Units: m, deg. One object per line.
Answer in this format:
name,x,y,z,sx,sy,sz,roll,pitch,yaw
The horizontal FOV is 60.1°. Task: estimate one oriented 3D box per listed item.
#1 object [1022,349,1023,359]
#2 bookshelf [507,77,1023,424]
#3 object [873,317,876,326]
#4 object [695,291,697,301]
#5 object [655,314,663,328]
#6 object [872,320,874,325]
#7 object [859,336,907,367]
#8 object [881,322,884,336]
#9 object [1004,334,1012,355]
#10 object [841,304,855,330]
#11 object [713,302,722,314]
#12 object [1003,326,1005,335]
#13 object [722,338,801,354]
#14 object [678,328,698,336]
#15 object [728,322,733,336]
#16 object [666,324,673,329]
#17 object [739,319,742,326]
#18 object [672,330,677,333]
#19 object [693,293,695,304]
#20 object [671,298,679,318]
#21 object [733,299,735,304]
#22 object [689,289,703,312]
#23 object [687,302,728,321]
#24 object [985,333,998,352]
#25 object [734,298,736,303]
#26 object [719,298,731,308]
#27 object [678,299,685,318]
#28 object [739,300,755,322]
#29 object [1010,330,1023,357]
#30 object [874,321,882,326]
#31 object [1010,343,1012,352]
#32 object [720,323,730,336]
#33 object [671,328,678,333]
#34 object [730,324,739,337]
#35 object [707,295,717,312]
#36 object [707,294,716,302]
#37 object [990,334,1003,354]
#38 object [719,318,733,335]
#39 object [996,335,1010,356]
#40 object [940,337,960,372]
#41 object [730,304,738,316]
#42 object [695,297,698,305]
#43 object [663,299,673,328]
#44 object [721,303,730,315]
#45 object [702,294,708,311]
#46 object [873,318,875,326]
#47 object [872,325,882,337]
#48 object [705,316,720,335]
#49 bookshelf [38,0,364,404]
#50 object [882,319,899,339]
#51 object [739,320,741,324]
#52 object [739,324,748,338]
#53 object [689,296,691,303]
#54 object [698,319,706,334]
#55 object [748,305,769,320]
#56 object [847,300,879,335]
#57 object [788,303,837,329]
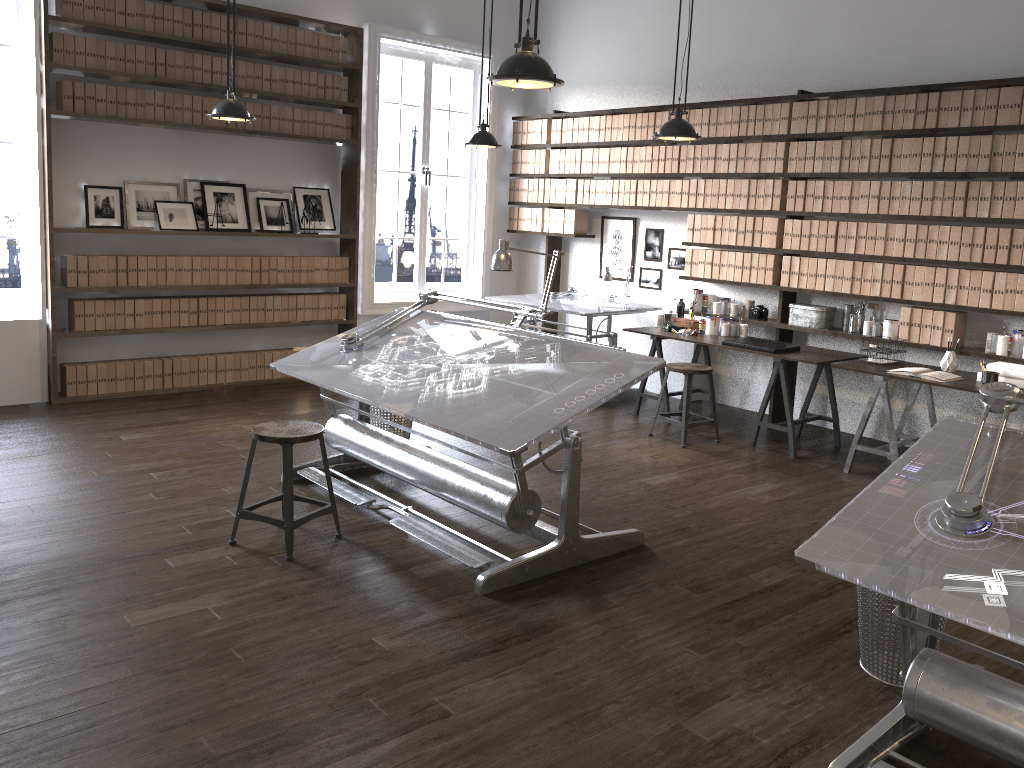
object,3.078,-0.207,5.271,0.062,0.118,0.062,6,9,17
bookshelf,3.033,-0.289,5.544,0.374,3.183,9.231,-4,13,-40
object,2.474,-0.395,6.029,0.041,0.124,0.008,9,10,38
object,1.424,-0.614,6.912,0.021,0.226,0.007,-2,9,-29
object,1.174,-0.504,7.053,0.068,0.104,0.069,-4,11,-36
object,2.460,-0.381,6.016,0.004,0.102,0.035,-5,12,-44
object,2.400,-0.214,5.726,0.284,0.159,0.205,-6,13,-40
object,2.537,-0.369,6.035,0.044,0.100,0.045,-4,11,-38
object,3.029,-0.238,5.418,0.044,0.127,0.045,-4,11,-40
object,2.398,-0.472,6.319,0.079,0.187,0.079,7,10,28
object,1.621,-0.598,6.995,0.062,0.094,0.062,9,11,34
object,3.048,-0.273,5.478,0.009,0.167,0.041,-3,10,-37
object,1.735,-0.269,6.179,0.313,0.033,0.448,-6,14,-40
object,1.332,-0.401,6.721,0.132,0.050,0.198,1,11,-11
object,1.661,-0.417,6.742,0.044,0.100,0.045,-5,11,-40
object,1.239,-0.448,6.958,0.049,0.037,0.049,-7,14,-43
object,1.733,-0.433,6.744,0.004,0.132,0.030,-5,11,-45
object,1.249,-0.404,6.812,0.005,0.005,0.159,2,11,-6
object,1.409,-0.603,6.895,0.007,0.212,0.055,2,8,-6
object,1.286,-0.564,7.046,0.068,0.236,0.069,-5,11,-43
object,1.741,-0.611,6.986,0.005,0.117,0.036,0,9,-20
object,1.483,-0.676,7.149,0.108,0.175,0.107,-4,11,-39
object,1.541,-0.572,6.956,0.345,0.145,0.077,-1,9,-18
object,2.986,-0.258,5.513,0.062,0.118,0.062,3,9,0
object,1.748,-0.609,6.980,0.004,0.132,0.030,0,9,-19
object,1.697,-0.623,7.076,0.094,0.127,0.095,1,9,-10
object,1.350,-0.568,7.101,0.068,0.228,0.069,-5,11,-43
object,1.818,-0.562,6.850,0.107,0.160,0.237,5,10,14
object,3.094,-0.245,5.389,0.094,0.160,0.095,-6,12,-44
object,2.518,-0.380,6.089,0.062,0.093,0.063,5,9,11
object,3.061,-0.233,5.473,0.054,0.100,0.054,-5,12,-41
object,1.613,-0.411,6.702,0.062,0.094,0.062,3,9,-1
object,1.254,-0.408,6.799,0.011,0.017,0.173,1,11,-9
object,1.682,-0.405,6.689,0.062,0.093,0.063,4,9,8
object,1.606,-0.647,7.121,0.070,0.129,0.070,2,9,-3
object,1.618,-0.661,7.200,0.072,0.128,0.071,4,9,6
object,2.980,-0.245,5.447,0.063,0.117,0.063,3,9,0
object,1.645,-0.443,6.807,0.094,0.127,0.095,-4,11,-36
object,2.982,-0.232,5.378,0.062,0.118,0.062,4,9,9
object,2.735,-0.183,5.524,0.101,0.207,0.102,3,9,4
object,1.734,-0.578,6.920,0.062,0.094,0.062,9,11,34
object,1.422,-0.598,6.902,0.006,0.191,0.056,-4,11,-41
object,1.232,-0.554,7.001,0.068,0.228,0.069,-5,11,-43
object,1.676,-0.587,6.953,0.063,0.093,0.063,9,11,34
object,1.558,-0.659,7.173,0.051,0.138,0.050,-5,11,-43
object,2.467,-0.388,6.031,0.004,0.126,0.028,-4,11,-42
object,2.533,-0.368,6.046,0.181,0.093,0.062,-2,10,-27
object,1.533,-0.447,6.773,0.105,0.140,0.104,11,12,41
bookshelf,-2.421,-1.118,7.133,2.478,3.696,0.415,-5,11,-40
object,2.550,-0.368,5.965,0.094,0.127,0.095,-3,11,-34
object,1.724,-0.435,6.747,0.036,0.117,0.005,11,11,43
object,1.749,-0.401,6.685,0.062,0.094,0.062,4,9,8
object,1.406,-0.595,6.915,0.008,0.185,0.071,-4,11,-39
object,1.459,-0.442,6.800,0.049,0.111,0.050,-5,12,-44
object,1.866,-0.547,6.747,0.091,0.108,0.172,-5,13,-40
object,2.433,-0.487,6.155,0.182,0.270,0.157,9,11,33
object,2.179,-0.494,6.440,0.193,0.151,0.319,-6,13,-40
